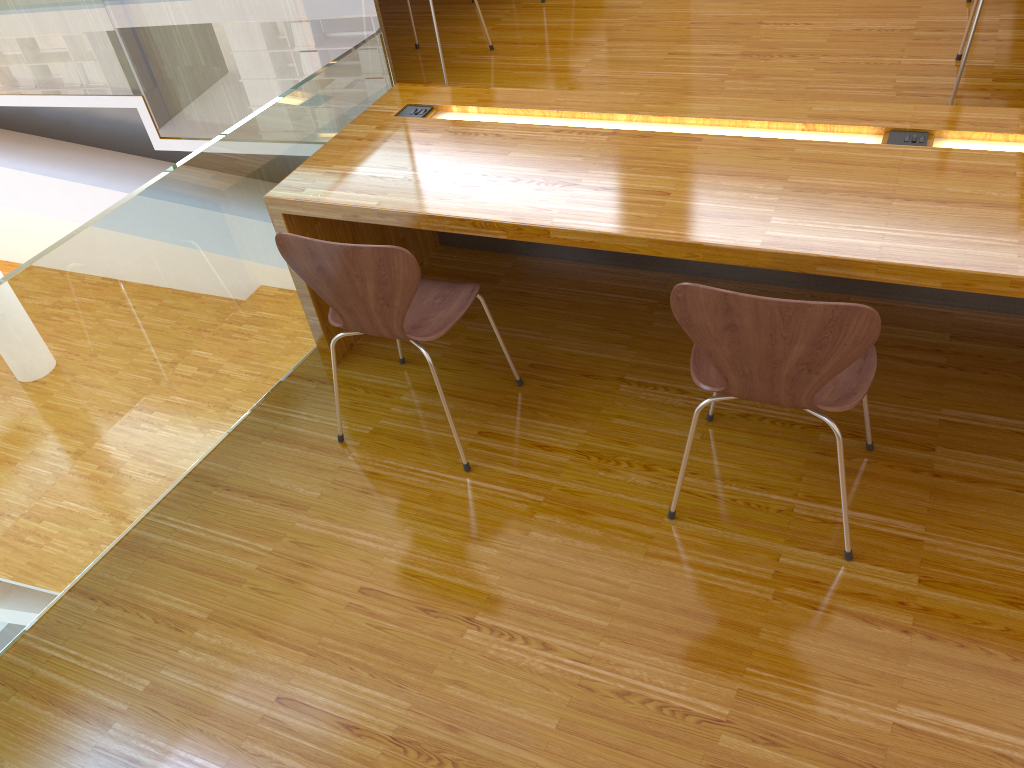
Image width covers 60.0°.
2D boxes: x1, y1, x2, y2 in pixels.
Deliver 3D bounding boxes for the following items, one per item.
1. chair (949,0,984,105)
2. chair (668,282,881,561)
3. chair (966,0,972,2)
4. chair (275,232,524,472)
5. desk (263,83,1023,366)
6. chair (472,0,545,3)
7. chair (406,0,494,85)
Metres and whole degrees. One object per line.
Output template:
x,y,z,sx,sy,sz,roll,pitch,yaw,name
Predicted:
1.546,-1.200,2.583,0.381,0.693,0.428,10,44,23,chair
0.598,-0.017,1.977,0.428,0.693,0.381,10,44,23,chair
1.938,-1.818,3.222,0.381,0.693,0.428,10,44,23,chair
-0.280,-0.179,2.358,0.428,0.693,0.381,10,44,23,chair
0.946,-0.264,2.265,3.185,0.606,0.760,10,44,23,desk
0.016,-2.174,4.057,0.381,0.693,0.428,10,44,23,chair
-0.376,-1.556,3.418,0.381,0.693,0.428,10,44,23,chair
